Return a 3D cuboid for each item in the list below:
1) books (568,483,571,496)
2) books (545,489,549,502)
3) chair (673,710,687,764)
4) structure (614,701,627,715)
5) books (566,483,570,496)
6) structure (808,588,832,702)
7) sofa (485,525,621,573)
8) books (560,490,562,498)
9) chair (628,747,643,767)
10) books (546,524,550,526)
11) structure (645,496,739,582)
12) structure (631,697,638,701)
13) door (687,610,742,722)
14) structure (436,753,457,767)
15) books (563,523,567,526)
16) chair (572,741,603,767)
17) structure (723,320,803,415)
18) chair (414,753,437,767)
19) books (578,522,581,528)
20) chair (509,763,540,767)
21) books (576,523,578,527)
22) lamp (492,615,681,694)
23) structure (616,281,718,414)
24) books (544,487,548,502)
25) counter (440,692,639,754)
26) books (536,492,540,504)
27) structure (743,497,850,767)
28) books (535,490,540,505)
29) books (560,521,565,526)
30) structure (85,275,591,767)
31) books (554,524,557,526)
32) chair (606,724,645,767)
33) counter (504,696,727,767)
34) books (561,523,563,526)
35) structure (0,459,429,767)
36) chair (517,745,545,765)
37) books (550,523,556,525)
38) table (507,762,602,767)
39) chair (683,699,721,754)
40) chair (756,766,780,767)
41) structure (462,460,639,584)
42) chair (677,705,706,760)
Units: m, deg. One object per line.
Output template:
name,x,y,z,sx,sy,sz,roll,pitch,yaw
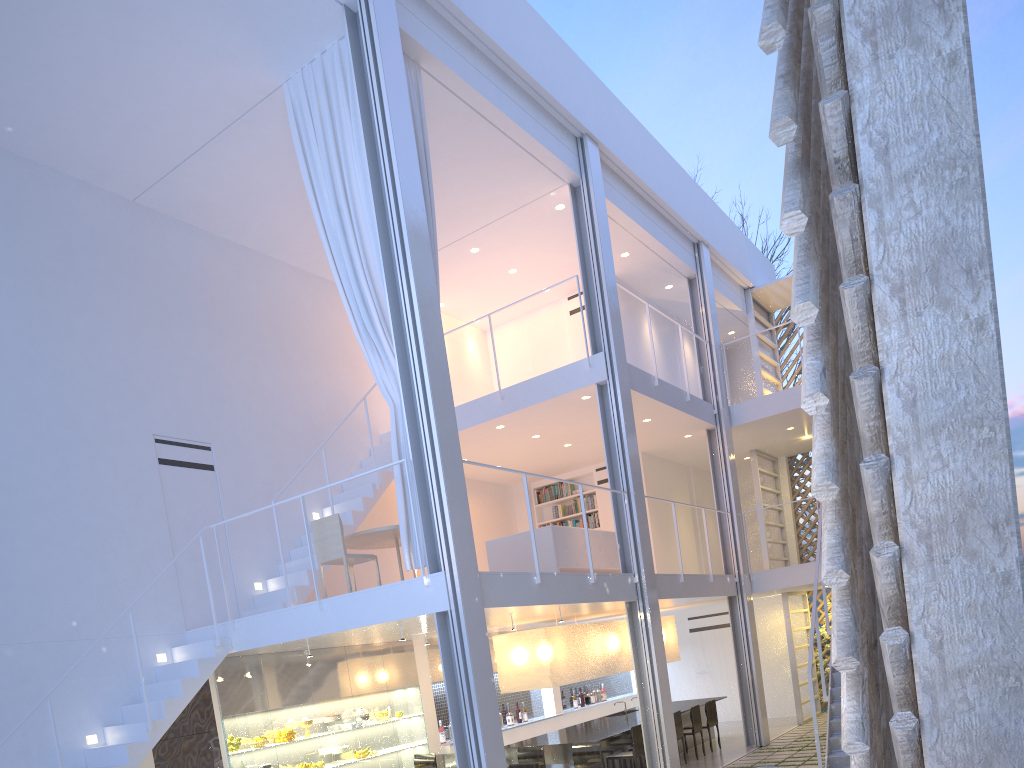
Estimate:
books,0.538,0.960,7.434,0.007,0.118,0.090,-6,-3,33
books,0.344,1.031,7.567,0.021,0.120,0.091,-6,-3,33
chair,1.166,2.713,6.264,0.247,0.428,0.187,-9,-1,28
structure,0.930,2.790,7.075,0.117,0.120,0.034,-13,-1,33
books,0.527,0.959,7.438,0.015,0.125,0.094,-6,-3,33
structure,3.364,2.206,7.964,1.180,1.950,0.284,-10,2,33
sofa,0.328,1.191,5.461,0.520,0.353,0.996,-15,-17,31
books,0.465,0.990,7.490,0.007,0.117,0.080,-6,-2,33
chair,0.986,2.643,5.979,0.247,0.428,0.187,-9,-1,31
books,0.352,1.373,7.618,0.011,0.149,0.081,-6,0,33
structure,1.275,1.126,5.806,0.028,0.534,1.723,-6,-13,33
structure,1.118,2.856,7.354,0.117,0.120,0.034,-13,-1,33
door,0.226,2.661,6.855,5.518,1.154,0.493,9,-12,-44
structure,-0.314,2.873,6.024,0.579,0.358,0.011,-16,-1,33
books,0.496,1.333,7.526,0.007,0.126,0.071,-6,0,33
chair,0.417,2.384,4.957,0.197,0.428,0.235,-8,-2,33
structure,2.174,-0.210,6.179,1.189,0.549,0.026,-18,-2,33
chair,-0.650,2.792,5.711,0.197,0.428,0.235,-8,-2,33
books,0.626,1.301,7.445,0.021,0.096,0.062,-6,-2,33
chair,0.157,2.292,4.570,0.197,0.428,0.235,-8,-2,33
books,0.608,1.307,7.457,0.021,0.096,0.062,-6,-2,33
lamp,0.701,2.165,6.704,0.464,0.406,2.335,-13,-18,31
structure,1.086,-0.209,5.719,0.028,0.534,1.723,-6,-13,33
books,0.330,1.023,7.579,0.011,0.149,0.081,-6,0,33
counter,0.482,3.308,7.749,0.239,0.419,3.683,-9,-16,32
books,0.258,1.063,7.624,0.006,0.120,0.094,-6,-3,33
structure,2.062,1.598,5.521,1.216,1.900,1.978,-10,-8,26
books,0.249,1.058,7.632,0.015,0.139,0.088,-6,-1,33
books,0.471,1.332,7.534,0.011,0.141,0.085,-6,-1,33
structure,-1.096,0.879,4.020,1.781,3.213,3.673,-9,-8,33
books,0.425,1.360,7.577,0.021,0.127,0.069,-6,0,33
chair,0.795,2.579,5.702,0.247,0.428,0.187,-10,-1,34
counter,0.943,2.900,6.668,0.848,0.357,2.551,-17,-20,30
books,0.481,1.337,7.525,0.015,0.121,0.092,-6,-3,33
structure,-1.274,1.260,3.346,1.413,1.738,1.439,-12,-6,33
chair,0.081,2.511,5.189,0.197,0.428,0.235,-8,-2,33
books,0.386,1.360,7.591,0.015,0.149,0.086,-6,-1,33
table,0.071,2.463,4.906,0.955,0.317,0.353,-19,-13,33
chair,1.559,2.838,6.810,0.248,0.428,0.187,-10,-1,35
chair,1.058,1.824,3.492,0.271,0.370,0.245,-11,-4,33
structure,0.249,0.765,4.283,0.028,0.534,1.721,-6,-13,33
chair,1.369,2.773,6.533,0.247,0.428,0.187,-9,-1,30
